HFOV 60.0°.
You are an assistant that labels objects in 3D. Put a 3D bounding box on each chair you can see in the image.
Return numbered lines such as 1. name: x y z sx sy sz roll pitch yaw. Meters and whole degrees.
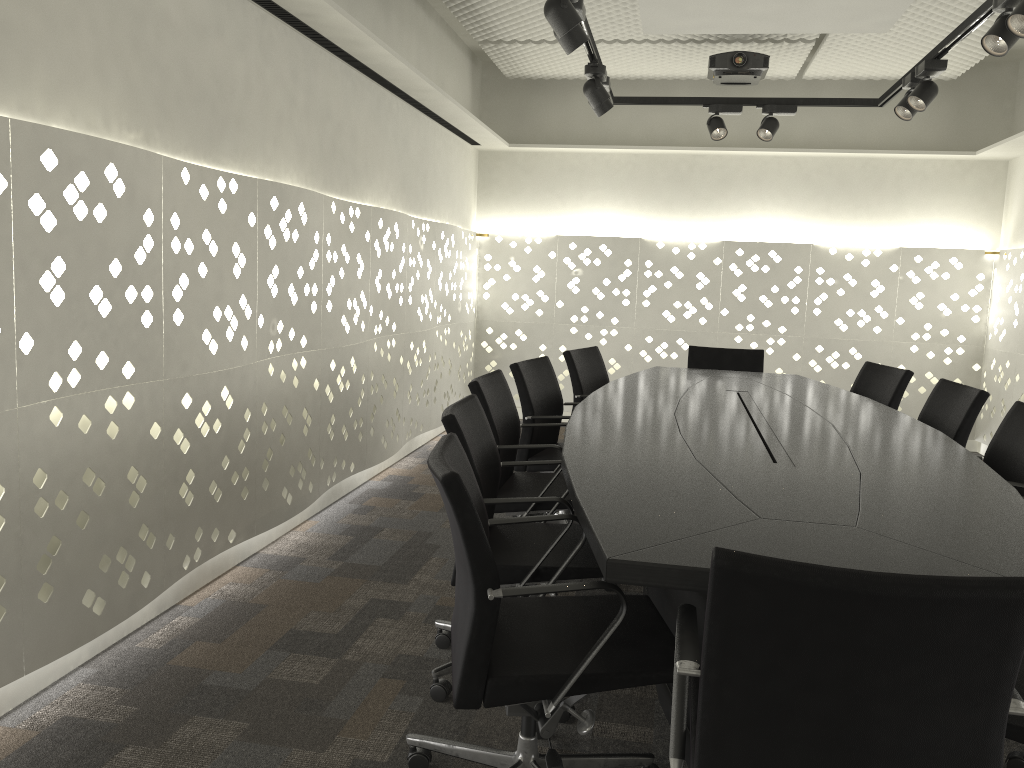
1. chair: 0.527 0.210 4.457 0.579 0.757 0.559 7 8 30
2. chair: 0.260 0.284 3.773 0.579 0.757 0.559 6 8 25
3. chair: 1.326 0.518 2.259 0.579 0.757 0.559 6 8 25
4. chair: 0.064 0.513 1.862 0.579 0.757 0.559 2 7 0
5. chair: 1.159 0.194 4.806 0.559 0.757 0.579 4 7 15
6. chair: 1.569 0.365 3.571 0.579 0.757 0.559 4 7 10
7. chair: 0.482 0.586 1.421 0.559 0.757 0.579 4 7 15
8. chair: 0.051 0.437 2.472 0.579 0.757 0.559 4 7 10
9. chair: 1.578 0.281 4.251 0.579 0.757 0.559 2 7 0
10. chair: 1.484 0.444 2.911 0.579 0.757 0.559 4 7 15
11. chair: 1.097 0.589 1.609 0.579 0.757 0.559 7 8 30
12. chair: 0.099 0.353 3.160 0.579 0.757 0.559 4 7 15

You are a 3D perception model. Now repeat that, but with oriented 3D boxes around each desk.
1. desk: 0.808 0.445 3.076 1.223 0.658 3.364 4 7 10

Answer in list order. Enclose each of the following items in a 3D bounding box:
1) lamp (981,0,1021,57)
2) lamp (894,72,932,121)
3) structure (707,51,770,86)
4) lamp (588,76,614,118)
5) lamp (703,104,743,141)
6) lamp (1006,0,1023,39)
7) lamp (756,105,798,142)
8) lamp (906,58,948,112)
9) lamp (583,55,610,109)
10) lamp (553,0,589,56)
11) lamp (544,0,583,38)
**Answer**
1. lamp: 1.575 -1.165 2.825 0.126 0.224 0.213 4 7 13
2. lamp: 1.790 -1.299 3.978 0.126 0.224 0.213 4 7 13
3. structure: 1.284 -1.795 5.051 0.327 0.144 0.371 4 7 10
4. lamp: 0.433 -1.394 4.270 0.126 0.224 0.213 4 7 13
5. lamp: 1.133 -1.428 4.789 0.213 0.224 0.126 4 7 13
6. lamp: 1.534 -1.139 2.606 0.126 0.224 0.213 4 7 13
7. lamp: 1.414 -1.411 4.748 0.214 0.224 0.118 2 7 -1
8. lamp: 1.749 -1.274 3.760 0.126 0.224 0.213 4 7 13
9. lamp: 0.392 -1.368 4.052 0.126 0.224 0.213 4 7 13
10. lamp: 0.213 -1.257 3.091 0.126 0.224 0.213 4 7 13
11. lamp: 0.172 -1.231 2.873 0.126 0.224 0.213 4 7 13
